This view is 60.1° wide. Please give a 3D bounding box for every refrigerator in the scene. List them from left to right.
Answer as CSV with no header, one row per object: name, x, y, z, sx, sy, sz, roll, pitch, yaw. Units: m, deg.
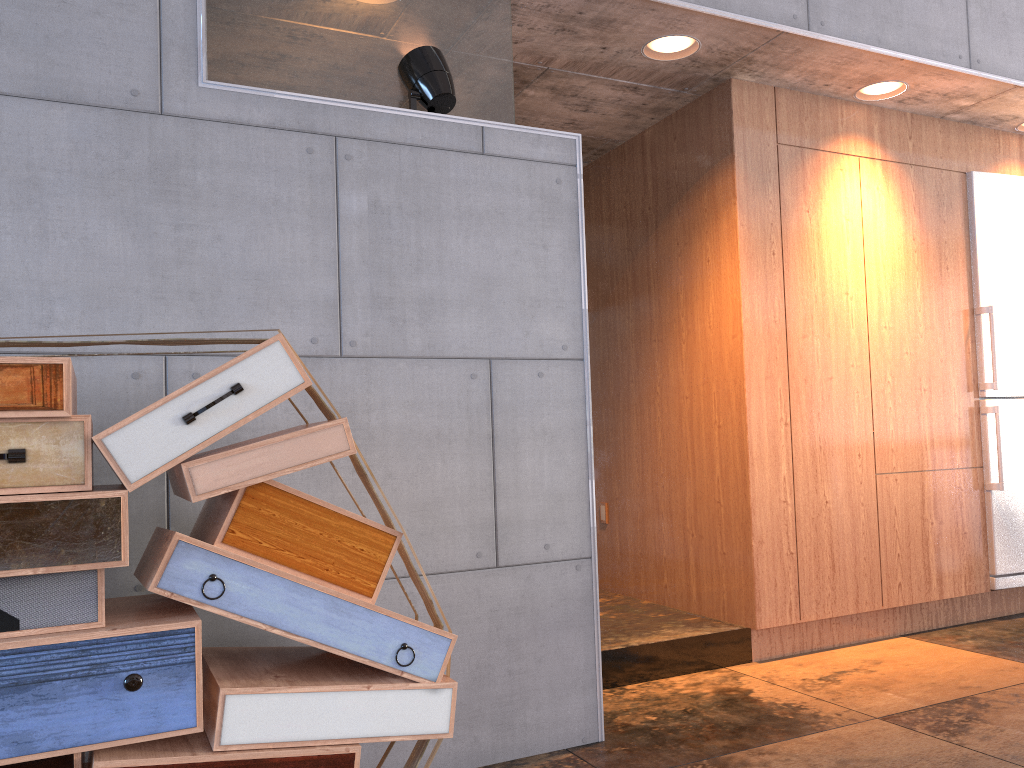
refrigerator,2.938,-0.065,5.049,0.973,2.188,0.216,0,-3,-29

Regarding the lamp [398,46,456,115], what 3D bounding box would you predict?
lamp,-0.287,-1.011,3.013,0.175,0.258,0.207,1,-4,-44

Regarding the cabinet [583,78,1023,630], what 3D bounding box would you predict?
cabinet,4.265,-0.080,6.967,8.244,2.559,2.342,0,-4,-26

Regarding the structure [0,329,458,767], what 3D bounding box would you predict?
structure,-1.074,0.557,1.845,1.945,1.313,0.628,0,-3,-26
